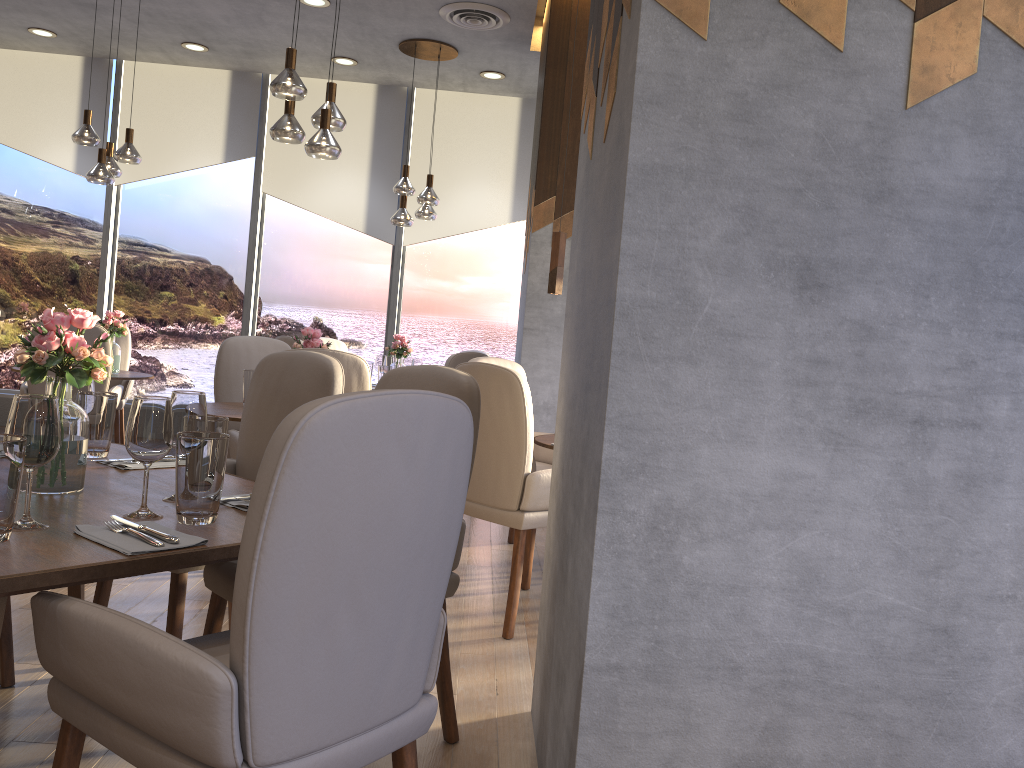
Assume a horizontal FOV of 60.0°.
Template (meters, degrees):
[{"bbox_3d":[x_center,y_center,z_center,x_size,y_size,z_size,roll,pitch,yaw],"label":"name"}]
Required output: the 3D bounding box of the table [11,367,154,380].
[{"bbox_3d":[-2.791,0.249,5.741,0.833,0.662,0.835,3,3,-42],"label":"table"}]

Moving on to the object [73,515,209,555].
[{"bbox_3d":[-0.696,0.272,1.636,0.255,0.019,0.157,7,3,38],"label":"object"}]

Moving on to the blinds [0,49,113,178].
[{"bbox_3d":[-3.965,-3.084,7.547,1.173,2.679,0.007,5,1,-2],"label":"blinds"}]

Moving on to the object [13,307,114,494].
[{"bbox_3d":[-1.009,0.034,1.982,0.210,0.415,0.198,4,1,-24],"label":"object"}]

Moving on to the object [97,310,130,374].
[{"bbox_3d":[-2.611,-0.278,5.779,0.210,0.415,0.198,4,1,-29],"label":"object"}]

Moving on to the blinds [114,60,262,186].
[{"bbox_3d":[-2.707,-2.978,7.589,1.173,2.679,0.007,5,1,-2],"label":"blinds"}]

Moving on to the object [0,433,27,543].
[{"bbox_3d":[-0.897,0.180,1.522,0.102,0.178,0.102,4,1,-22],"label":"object"}]

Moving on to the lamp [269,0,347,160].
[{"bbox_3d":[-0.928,-1.729,4.181,0.439,1.325,0.439,5,1,5],"label":"lamp"}]

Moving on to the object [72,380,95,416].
[{"bbox_3d":[-1.165,0.085,2.363,0.092,0.244,0.092,5,1,-2],"label":"object"}]

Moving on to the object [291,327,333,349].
[{"bbox_3d":[-0.981,-0.070,4.294,0.210,0.415,0.198,4,2,-44],"label":"object"}]

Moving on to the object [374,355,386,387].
[{"bbox_3d":[-0.990,-0.095,6.661,0.092,0.244,0.092,4,1,-21],"label":"object"}]

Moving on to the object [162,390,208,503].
[{"bbox_3d":[-0.734,0.139,1.988,0.092,0.244,0.092,4,1,-24],"label":"object"}]

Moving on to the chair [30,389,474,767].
[{"bbox_3d":[-0.428,0.478,1.496,0.600,1.000,0.528,6,1,36],"label":"chair"}]

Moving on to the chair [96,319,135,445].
[{"bbox_3d":[-2.970,0.041,6.292,0.528,1.000,0.600,4,1,-21],"label":"chair"}]

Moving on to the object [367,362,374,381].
[{"bbox_3d":[-1.099,-0.072,6.685,0.102,0.178,0.102,5,1,15],"label":"object"}]

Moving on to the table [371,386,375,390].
[{"bbox_3d":[-0.879,0.373,6.594,0.833,0.662,0.835,4,2,-15],"label":"table"}]

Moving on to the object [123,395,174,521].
[{"bbox_3d":[-0.736,0.148,1.793,0.092,0.244,0.092,5,1,18],"label":"object"}]

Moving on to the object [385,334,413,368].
[{"bbox_3d":[-0.842,-0.165,6.603,0.210,0.415,0.197,6,1,35],"label":"object"}]

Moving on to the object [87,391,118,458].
[{"bbox_3d":[-1.161,0.113,2.472,0.102,0.178,0.102,4,2,-43],"label":"object"}]

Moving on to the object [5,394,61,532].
[{"bbox_3d":[-0.885,0.143,1.630,0.092,0.244,0.092,5,1,-6],"label":"object"}]

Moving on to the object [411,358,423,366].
[{"bbox_3d":[-0.706,-0.065,6.534,0.092,0.244,0.092,5,1,28],"label":"object"}]

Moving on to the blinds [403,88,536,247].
[{"bbox_3d":[-0.246,-2.475,7.674,1.173,2.679,0.007,5,1,-2],"label":"blinds"}]

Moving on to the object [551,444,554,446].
[{"bbox_3d":[0.302,0.260,3.800,0.158,0.019,0.255,7,4,45],"label":"object"}]

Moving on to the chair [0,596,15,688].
[{"bbox_3d":[-1.725,0.321,2.516,0.601,1.000,0.527,6,2,41],"label":"chair"}]

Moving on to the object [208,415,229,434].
[{"bbox_3d":[-0.730,0.167,2.097,0.102,0.178,0.102,4,2,-43],"label":"object"}]

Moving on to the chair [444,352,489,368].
[{"bbox_3d":[-0.507,0.255,6.192,0.601,1.000,0.527,6,2,42],"label":"chair"}]

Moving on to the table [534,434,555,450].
[{"bbox_3d":[0.483,0.609,3.978,0.834,0.662,0.834,5,2,18],"label":"table"}]

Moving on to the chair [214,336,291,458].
[{"bbox_3d":[-1.349,0.252,4.710,0.528,1.000,0.600,4,1,-26],"label":"chair"}]

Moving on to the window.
[{"bbox_3d":[-1.170,-1.095,4.902,16.149,3.197,8.053,7,3,43],"label":"window"}]

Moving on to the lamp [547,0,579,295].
[{"bbox_3d":[0.636,-1.283,3.951,1.163,1.930,0.118,6,1,43],"label":"lamp"}]

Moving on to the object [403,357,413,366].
[{"bbox_3d":[-0.797,-0.082,6.745,0.092,0.244,0.092,5,1,0],"label":"object"}]

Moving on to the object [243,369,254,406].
[{"bbox_3d":[-1.270,0.021,4.340,0.102,0.178,0.102,4,1,-22],"label":"object"}]

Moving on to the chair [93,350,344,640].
[{"bbox_3d":[-0.876,0.385,2.696,0.529,1.000,0.599,6,2,36],"label":"chair"}]

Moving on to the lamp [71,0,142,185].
[{"bbox_3d":[-2.588,-1.941,5.735,0.439,1.325,0.439,5,1,0],"label":"lamp"}]

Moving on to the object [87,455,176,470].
[{"bbox_3d":[-1.015,0.209,2.408,0.158,0.019,0.255,7,3,40],"label":"object"}]

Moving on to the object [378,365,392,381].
[{"bbox_3d":[-0.914,-0.041,6.342,0.102,0.178,0.102,4,1,-30],"label":"object"}]

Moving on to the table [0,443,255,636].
[{"bbox_3d":[-1.077,0.566,2.005,1.309,0.665,0.964,7,3,39],"label":"table"}]

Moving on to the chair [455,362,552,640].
[{"bbox_3d":[0.048,0.423,3.566,0.529,1.000,0.599,6,2,45],"label":"chair"}]

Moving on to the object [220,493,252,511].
[{"bbox_3d":[-0.584,0.263,2.033,0.158,0.019,0.255,7,3,40],"label":"object"}]

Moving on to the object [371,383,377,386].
[{"bbox_3d":[-1.018,0.008,6.827,0.157,0.019,0.255,3,3,-41],"label":"object"}]

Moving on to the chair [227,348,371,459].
[{"bbox_3d":[-0.880,0.340,3.649,0.528,1.000,0.600,4,1,-25],"label":"chair"}]

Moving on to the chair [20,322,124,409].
[{"bbox_3d":[-2.584,0.124,5.198,0.528,1.000,0.600,4,1,-21],"label":"chair"}]

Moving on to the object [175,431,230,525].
[{"bbox_3d":[-0.630,0.190,1.790,0.102,0.178,0.102,6,1,34],"label":"object"}]

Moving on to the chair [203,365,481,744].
[{"bbox_3d":[-0.441,0.438,2.337,0.529,1.000,0.599,6,2,41],"label":"chair"}]

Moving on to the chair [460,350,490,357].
[{"bbox_3d":[-0.528,0.216,7.002,0.599,1.000,0.529,4,2,-44],"label":"chair"}]

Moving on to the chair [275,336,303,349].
[{"bbox_3d":[-1.371,0.181,6.205,0.599,1.000,0.529,4,2,-45],"label":"chair"}]

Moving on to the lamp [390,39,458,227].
[{"bbox_3d":[-0.673,-1.817,6.571,0.439,1.325,0.440,4,1,-35],"label":"lamp"}]

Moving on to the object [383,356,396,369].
[{"bbox_3d":[-0.897,-0.077,6.450,0.092,0.244,0.092,4,1,-21],"label":"object"}]

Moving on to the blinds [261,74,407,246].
[{"bbox_3d":[-1.489,-2.579,7.633,1.173,2.679,0.007,5,1,-2],"label":"blinds"}]

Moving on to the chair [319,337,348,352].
[{"bbox_3d":[-1.350,0.147,6.987,0.601,1.000,0.527,6,2,41],"label":"chair"}]

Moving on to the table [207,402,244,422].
[{"bbox_3d":[-1.139,0.461,4.196,0.833,0.662,0.835,4,2,-28],"label":"table"}]

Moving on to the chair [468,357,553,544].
[{"bbox_3d":[0.041,0.381,4.468,0.527,1.000,0.601,4,2,-42],"label":"chair"}]
